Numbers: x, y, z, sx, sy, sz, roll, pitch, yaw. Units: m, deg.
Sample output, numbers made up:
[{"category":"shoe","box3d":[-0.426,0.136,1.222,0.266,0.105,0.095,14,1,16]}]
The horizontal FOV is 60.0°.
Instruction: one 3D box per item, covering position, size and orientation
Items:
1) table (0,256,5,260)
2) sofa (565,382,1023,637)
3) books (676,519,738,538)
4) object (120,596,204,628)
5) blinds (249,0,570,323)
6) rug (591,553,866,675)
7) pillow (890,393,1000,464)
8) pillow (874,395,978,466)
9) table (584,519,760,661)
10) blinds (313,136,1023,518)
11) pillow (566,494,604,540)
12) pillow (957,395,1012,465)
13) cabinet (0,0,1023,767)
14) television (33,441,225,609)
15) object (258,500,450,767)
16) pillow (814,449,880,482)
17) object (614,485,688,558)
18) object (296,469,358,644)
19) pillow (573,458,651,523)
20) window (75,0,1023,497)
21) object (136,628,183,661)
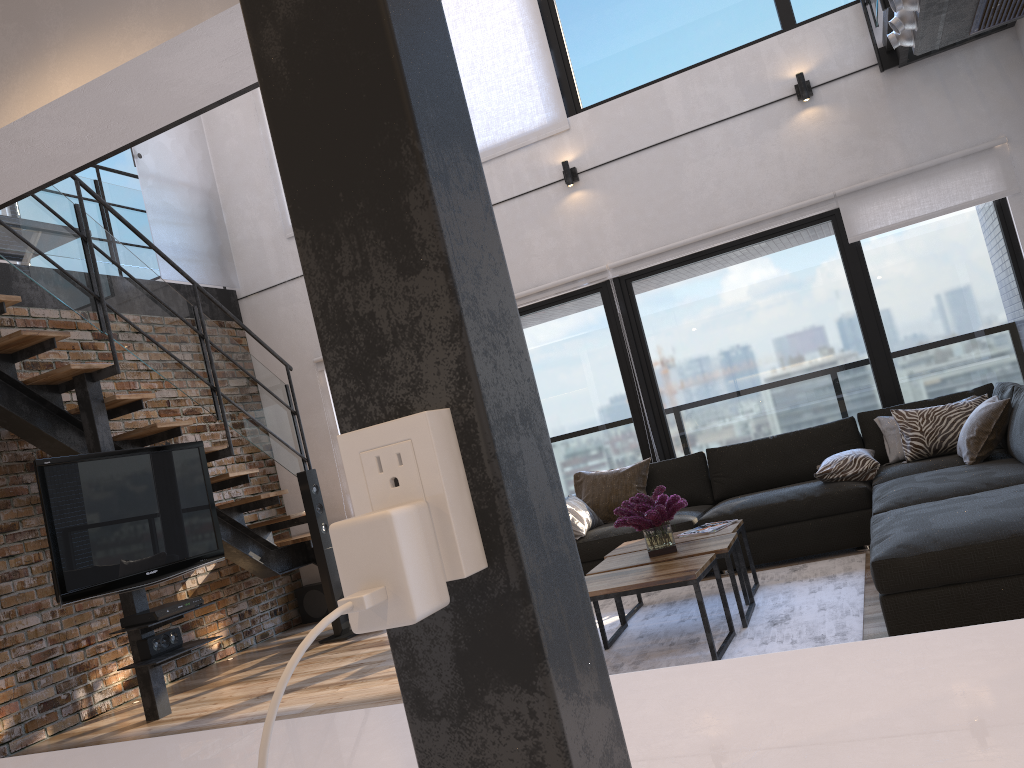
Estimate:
[{"category":"table","box3d":[-4.076,-0.844,6.551,0.744,0.635,1.859,-15,-5,22]},{"category":"sofa","box3d":[1.278,0.676,4.503,3.048,0.700,2.997,-16,-5,22]},{"category":"books","box3d":[1.000,0.737,4.521,0.229,0.013,0.294,-18,-6,42]},{"category":"object","box3d":[-1.959,1.281,4.985,0.275,0.058,0.360,-16,-5,22]},{"category":"blinds","box3d":[-2.247,-2.003,6.646,10.204,2.973,1.997,-14,-4,0]},{"category":"rug","box3d":[0.753,1.128,4.049,1.639,0.003,2.112,-16,-5,22]},{"category":"pillow","box3d":[2.451,0.242,5.018,0.532,0.314,0.250,-16,-4,26]},{"category":"pillow","box3d":[2.458,0.277,5.185,0.612,0.293,0.234,-16,-4,22]},{"category":"table","box3d":[0.720,0.959,4.096,0.698,0.350,1.298,-16,-5,22]},{"category":"blinds","box3d":[0.959,0.105,6.420,5.376,2.042,0.095,-16,-4,22]},{"category":"pillow","box3d":[0.415,0.848,5.706,0.212,0.265,0.498,-15,-5,22]},{"category":"pillow","box3d":[2.437,0.241,4.585,0.273,0.309,0.546,-15,-4,21]},{"category":"cabinet","box3d":[-1.885,0.234,0.547,9.128,2.869,2.472,-16,-4,22]},{"category":"television","box3d":[-2.142,0.763,5.028,0.136,0.782,1.206,-15,-4,22]},{"category":"object","box3d":[0.014,0.164,0.341,0.418,0.246,0.214,-18,-6,43]},{"category":"pillow","box3d":[1.961,0.487,5.198,0.356,0.177,0.530,-15,-5,20]},{"category":"object","box3d":[0.662,0.619,4.130,0.342,0.342,0.375,-16,-4,23]},{"category":"object","box3d":[-1.330,1.205,6.307,0.271,1.205,0.270,-16,-4,27]},{"category":"pillow","box3d":[0.661,0.741,5.966,0.610,0.382,0.265,-16,-4,22]},{"category":"window","box3d":[-0.207,-1.217,5.060,13.416,5.562,5.661,-16,-4,22]},{"category":"object","box3d":[-1.987,1.467,5.009,0.089,0.112,0.247,-15,-5,22]}]
